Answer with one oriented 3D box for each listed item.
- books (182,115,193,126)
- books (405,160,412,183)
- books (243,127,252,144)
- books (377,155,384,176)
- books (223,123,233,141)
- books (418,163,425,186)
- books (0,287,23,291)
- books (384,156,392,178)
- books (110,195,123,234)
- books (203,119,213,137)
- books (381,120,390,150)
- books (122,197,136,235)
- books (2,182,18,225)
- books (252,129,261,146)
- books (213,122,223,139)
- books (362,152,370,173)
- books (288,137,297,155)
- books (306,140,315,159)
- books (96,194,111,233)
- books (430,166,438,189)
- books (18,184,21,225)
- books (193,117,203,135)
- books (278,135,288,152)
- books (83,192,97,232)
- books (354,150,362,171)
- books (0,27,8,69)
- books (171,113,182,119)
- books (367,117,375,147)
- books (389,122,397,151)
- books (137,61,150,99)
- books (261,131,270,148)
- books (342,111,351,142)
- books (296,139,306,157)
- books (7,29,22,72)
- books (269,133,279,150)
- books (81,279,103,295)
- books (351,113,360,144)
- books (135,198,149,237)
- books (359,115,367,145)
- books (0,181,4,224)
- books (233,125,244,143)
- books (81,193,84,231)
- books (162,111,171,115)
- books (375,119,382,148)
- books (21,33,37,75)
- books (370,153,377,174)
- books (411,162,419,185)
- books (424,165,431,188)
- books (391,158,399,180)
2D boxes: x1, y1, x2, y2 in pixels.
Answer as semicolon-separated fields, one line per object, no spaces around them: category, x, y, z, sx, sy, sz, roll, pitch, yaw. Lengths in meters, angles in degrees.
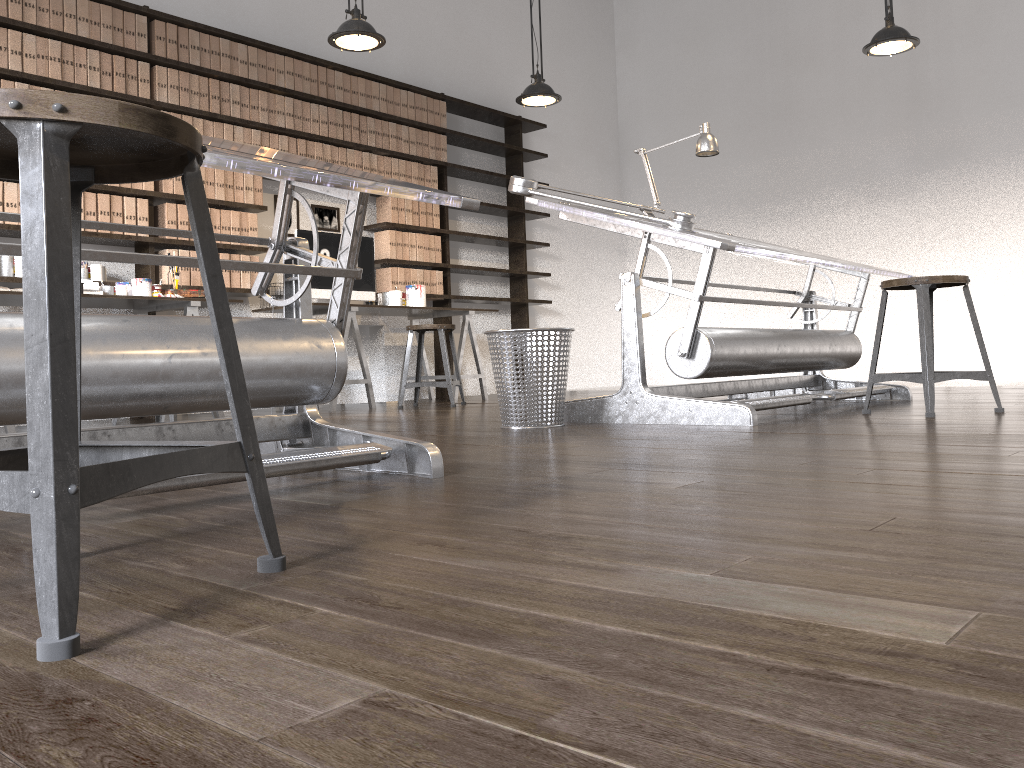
books;-2.047;-1.530;5.476;0.174;0.226;0.067;-3;-2;41
books;-0.858;-1.599;6.853;0.174;0.226;0.067;-3;-2;41
books;-1.777;-1.545;5.794;0.174;0.226;0.067;-3;-2;41
books;-1.040;-1.588;6.646;0.174;0.226;0.067;-3;-2;41
books;-1.863;-1.540;5.690;0.174;0.226;0.067;-3;-2;41
books;-0.771;-1.604;6.955;0.174;0.226;0.067;-3;-2;41
books;-2.430;-0.435;4.204;0.256;0.029;0.355;-1;1;41
books;-0.993;-1.591;6.698;0.174;0.226;0.067;-3;-2;41
books;-2.326;-0.965;5.125;0.174;0.226;0.067;-3;-2;41
books;-1.960;-1.535;5.588;0.174;0.226;0.067;-3;-2;41
books;-1.011;-1.859;6.699;0.174;0.226;0.067;-3;-2;41
books;-2.272;-0.968;5.179;0.174;0.226;0.067;-3;-2;41
books;-2.690;-0.944;4.701;0.174;0.226;0.067;-3;-2;41
books;-1.730;-1.548;5.842;0.174;0.226;0.067;-3;-2;41
books;-1.912;-1.538;5.639;0.174;0.226;0.067;-3;-2;41
books;-1.128;-1.583;6.534;0.174;0.226;0.067;-3;-2;41
books;-1.551;-1.559;6.057;0.174;0.226;0.067;-3;-2;41
books;-1.453;-1.564;6.170;0.174;0.226;0.067;-3;-2;41
books;-2.370;-0.963;5.066;0.174;0.226;0.067;-3;-2;41
books;-0.675;-1.609;7.059;0.174;0.226;0.067;-3;-2;41
books;-2.650;-0.947;4.749;0.174;0.226;0.067;-3;-2;41
books;-2.002;-1.532;5.532;0.174;0.226;0.067;-3;-2;41
books;-1.594;-1.556;6.001;0.174;0.226;0.067;-3;-2;41
books;-2.423;-0.960;5.013;0.174;0.226;0.067;-3;-2;41
books;-1.176;-1.580;6.479;0.174;0.226;0.067;-3;-2;41
books;-2.745;-1.759;4.700;0.174;0.226;0.067;-3;-2;41
books;-2.095;-1.527;5.421;0.174;0.226;0.067;-3;-2;41
books;-1.100;-1.854;6.589;0.174;0.226;0.067;-3;-2;41
books;-0.962;-1.862;6.746;0.174;0.226;0.067;-3;-2;41
books;-2.234;-1.789;5.286;0.174;0.226;0.067;-3;-2;41
books;-1.690;-1.550;5.896;0.174;0.226;0.067;-3;-2;41
books;-1.248;-1.846;6.426;0.174;0.226;0.067;-3;-2;41
books;-1.498;-1.562;6.110;0.174;0.226;0.067;-3;-2;41
books;-2.696;-1.762;4.751;0.174;0.226;0.067;-3;-2;41
books;-1.644;-1.553;5.950;0.174;0.226;0.067;-3;-2;41
books;-2.306;-0.503;4.622;0.385;0.148;0.294;-1;1;41
books;-1.196;-1.849;6.478;0.174;0.226;0.067;-3;-2;41
books;-2.222;-0.971;5.239;0.174;0.226;0.067;-3;-2;41
books;-1.151;-1.851;6.538;0.174;0.226;0.067;-3;-2;41
books;-2.736;-0.941;4.645;0.174;0.226;0.067;-3;-2;41
books;-1.817;-1.543;5.746;0.174;0.226;0.067;-3;-2;41
books;-2.466;-0.957;4.956;0.174;0.226;0.067;-3;-2;41
books;-2.139;-1.524;5.376;0.174;0.226;0.067;-3;-2;41
books;-1.057;-1.857;6.645;0.174;0.226;0.067;-3;-2;41
books;-2.650;-1.764;4.806;0.174;0.226;0.067;-3;-2;41
books;-1.083;-1.586;6.591;0.174;0.226;0.067;-3;-2;41
books;-0.811;-1.601;6.900;0.174;0.226;0.067;-3;-2;41
books;-0.725;-1.606;7.008;0.174;0.226;0.067;-3;-2;41
books;-0.944;-1.594;6.748;0.174;0.226;0.067;-3;-2;41
